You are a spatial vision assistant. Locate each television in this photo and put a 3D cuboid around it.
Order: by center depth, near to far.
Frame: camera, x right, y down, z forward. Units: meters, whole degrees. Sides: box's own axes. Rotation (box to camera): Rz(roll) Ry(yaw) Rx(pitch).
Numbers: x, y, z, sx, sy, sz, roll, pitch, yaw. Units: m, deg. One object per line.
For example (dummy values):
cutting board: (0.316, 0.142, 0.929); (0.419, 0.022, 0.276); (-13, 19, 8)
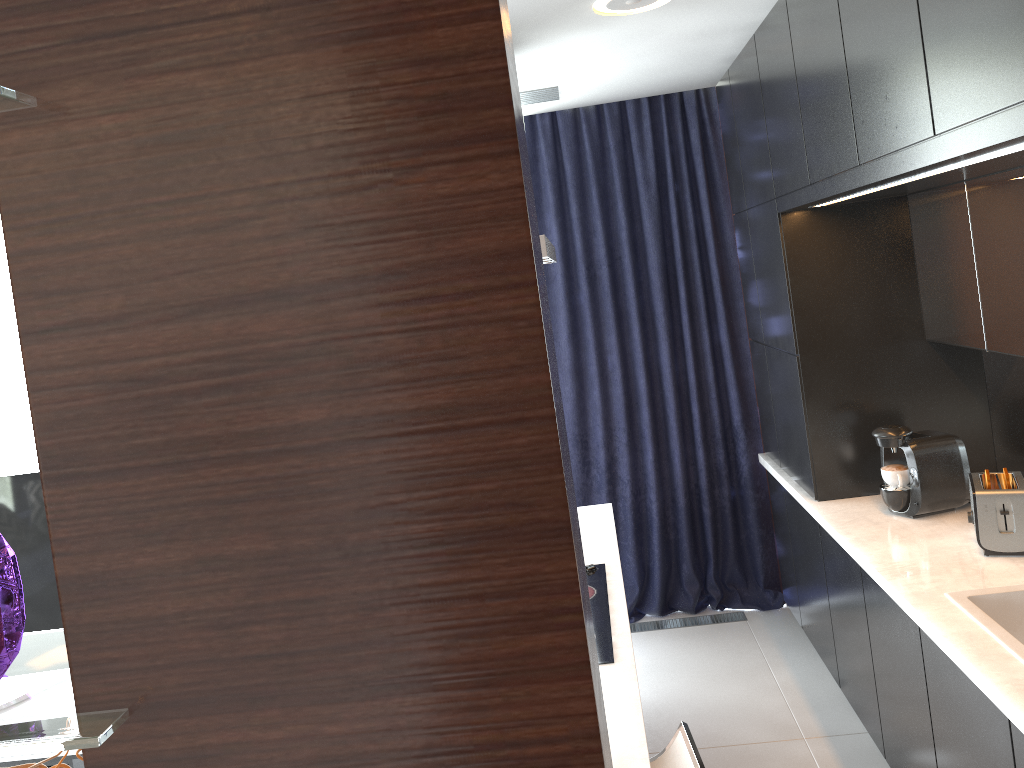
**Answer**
television: (-2.139, 0.769, 3.357); (1.229, 0.784, 0.299); (-8, 2, 5)

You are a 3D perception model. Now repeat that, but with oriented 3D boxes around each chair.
chair: (0.205, 1.155, 1.745); (0.464, 0.738, 0.397); (-8, 2, 0)

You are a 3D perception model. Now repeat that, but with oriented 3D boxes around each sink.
sink: (1.365, 0.547, 1.912); (0.503, 0.490, 0.859); (-8, 5, 5)

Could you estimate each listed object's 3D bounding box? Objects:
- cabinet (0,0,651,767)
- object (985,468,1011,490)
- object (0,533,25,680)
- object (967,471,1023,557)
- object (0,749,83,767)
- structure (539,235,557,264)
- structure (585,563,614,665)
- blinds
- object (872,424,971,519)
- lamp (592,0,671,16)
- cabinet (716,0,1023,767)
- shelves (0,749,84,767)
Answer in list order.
cabinet: (-0.160, 0.252, 2.114); (0.785, 2.541, 3.355); (-8, 5, 5)
object: (0.739, 0.522, 2.198); (1.890, 0.221, 0.139); (-12, 4, -30)
object: (-0.360, 0.138, 0.513); (0.134, 0.097, 0.133); (-3, 6, 45)
object: (1.471, 0.385, 2.665); (0.175, 0.194, 0.262); (-6, 5, 25)
object: (-0.518, 0.600, 0.789); (0.389, 0.732, 0.198); (-9, 2, -14)
structure: (-0.136, -0.753, 2.929); (0.446, 0.757, 1.050); (-8, 5, 5)
structure: (0.038, 0.697, 2.619); (0.504, 0.057, 0.769); (-7, 6, 5)
blinds: (-2.117, 0.508, 1.272); (5.788, 2.762, 7.187); (-7, 6, 8)
object: (1.410, 0.288, 3.080); (0.270, 0.311, 0.215); (-9, 3, -10)
lamp: (0.702, -1.013, 1.163); (9.603, 0.084, 5.364); (-9, 6, -9)
cabinet: (1.342, -0.004, 2.516); (0.705, 2.543, 3.500); (-8, 5, 5)
shelves: (-2.490, 1.439, 3.613); (2.346, 0.497, 0.878); (-7, 5, 5)
